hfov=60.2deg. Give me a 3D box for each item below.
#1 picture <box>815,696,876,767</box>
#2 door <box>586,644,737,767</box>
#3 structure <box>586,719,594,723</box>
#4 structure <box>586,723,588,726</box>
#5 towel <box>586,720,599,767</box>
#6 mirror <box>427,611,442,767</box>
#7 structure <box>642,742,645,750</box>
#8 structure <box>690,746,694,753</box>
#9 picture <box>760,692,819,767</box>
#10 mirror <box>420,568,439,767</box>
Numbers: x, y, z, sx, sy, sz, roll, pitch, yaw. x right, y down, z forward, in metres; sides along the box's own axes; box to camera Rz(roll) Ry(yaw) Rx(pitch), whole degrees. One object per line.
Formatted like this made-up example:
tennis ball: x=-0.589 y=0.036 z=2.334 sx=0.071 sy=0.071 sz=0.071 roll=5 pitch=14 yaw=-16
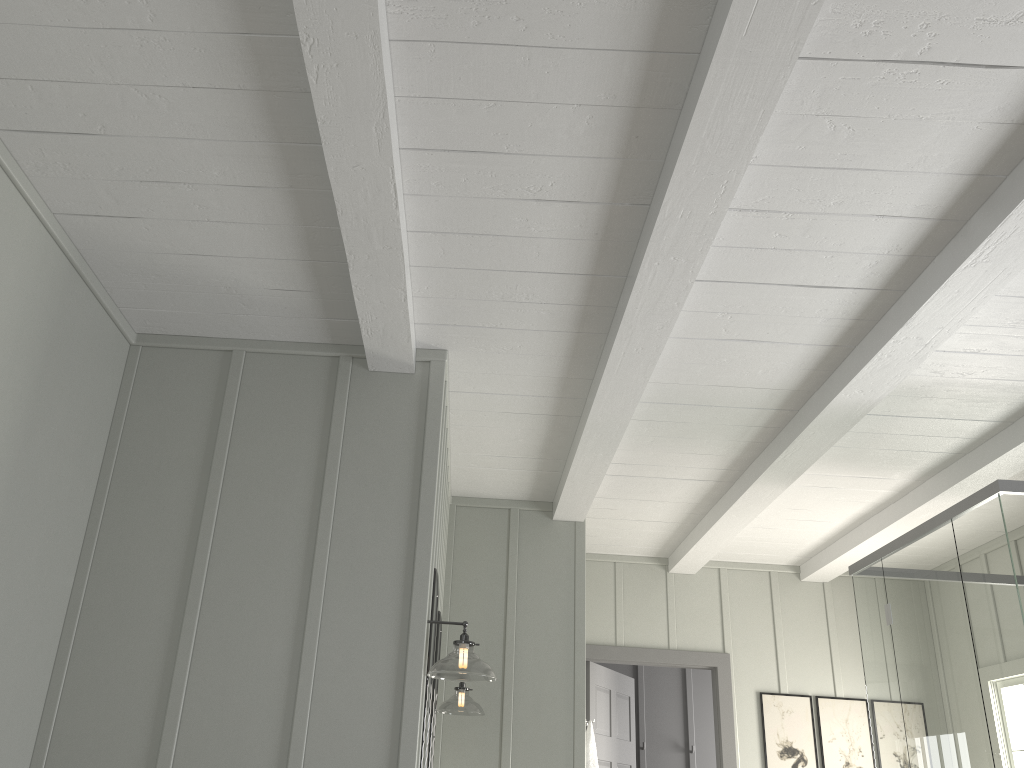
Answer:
picture: x=2.009 y=2.129 z=5.318 sx=0.314 sy=0.458 sz=0.012 roll=2 pitch=-24 yaw=1
door: x=0.666 y=1.315 z=2.268 sx=4.266 sy=2.180 sz=7.827 roll=4 pitch=-25 yaw=-1
structure: x=0.386 y=1.748 z=4.575 sx=0.079 sy=0.056 sz=0.057 roll=3 pitch=-25 yaw=1
structure: x=0.372 y=1.855 z=4.806 sx=0.079 sy=0.056 sz=0.057 roll=3 pitch=-25 yaw=1
towel: x=0.423 y=2.295 z=4.336 sx=0.162 sy=1.195 sz=0.319 roll=1 pitch=-24 yaw=3
mirror: x=-0.349 y=1.469 z=3.931 sx=0.015 sy=0.878 sz=0.427 roll=3 pitch=-24 yaw=-2
structure: x=0.964 y=2.676 z=6.526 sx=0.019 sy=0.051 sz=0.136 roll=3 pitch=-25 yaw=-2
structure: x=1.322 y=2.699 z=6.521 sx=0.019 sy=0.051 sz=0.136 roll=3 pitch=-25 yaw=-2
picture: x=1.671 y=2.110 z=5.329 sx=0.314 sy=0.458 sz=0.012 roll=2 pitch=-24 yaw=1
mirror: x=-0.303 y=1.123 z=3.186 sx=0.015 sy=0.878 sz=0.427 roll=3 pitch=-24 yaw=-2
